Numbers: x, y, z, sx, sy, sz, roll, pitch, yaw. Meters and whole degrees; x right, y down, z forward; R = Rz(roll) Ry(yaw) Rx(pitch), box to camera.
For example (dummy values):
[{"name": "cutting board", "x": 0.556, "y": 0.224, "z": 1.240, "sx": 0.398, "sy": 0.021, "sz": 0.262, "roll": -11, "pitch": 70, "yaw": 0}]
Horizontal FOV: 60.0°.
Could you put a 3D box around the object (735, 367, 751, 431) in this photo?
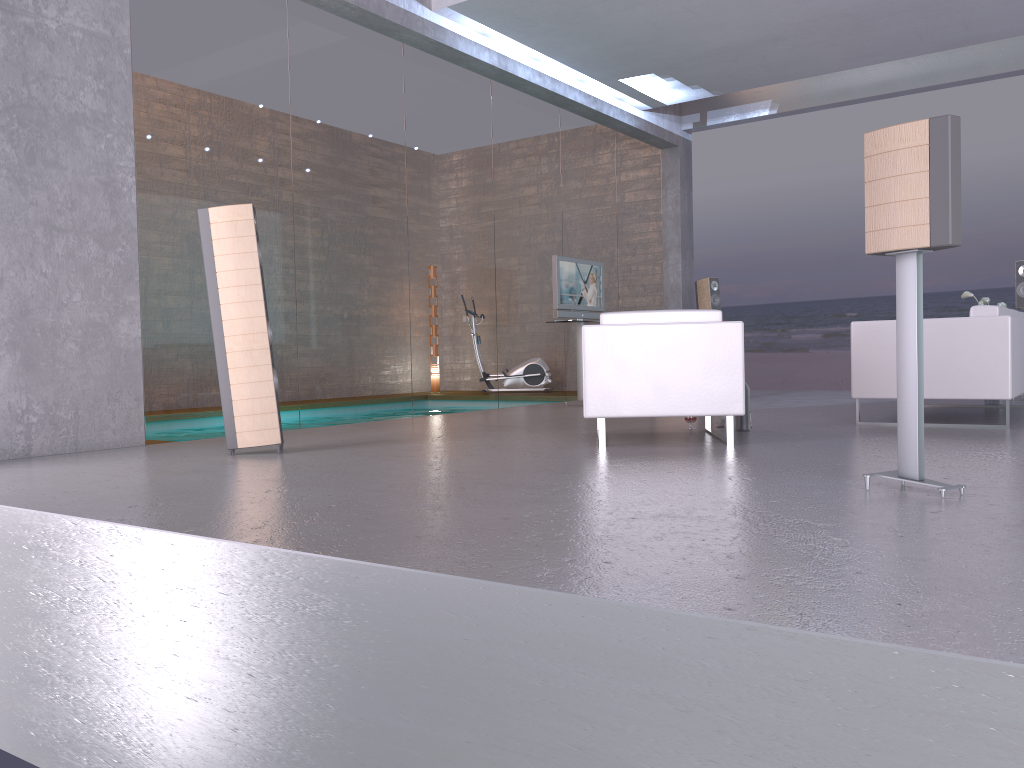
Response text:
[{"name": "object", "x": 1.577, "y": 0.103, "z": 6.067, "sx": 0.109, "sy": 0.435, "sz": 0.109, "roll": -2, "pitch": 2, "yaw": -28}]

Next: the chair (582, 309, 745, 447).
[{"name": "chair", "x": 0.925, "y": -0.054, "z": 5.679, "sx": 0.936, "sy": 0.808, "sz": 1.026, "roll": -1, "pitch": 2, "yaw": 5}]

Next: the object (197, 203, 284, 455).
[{"name": "object", "x": -1.611, "y": -0.320, "z": 5.274, "sx": 0.444, "sy": 1.473, "sz": 0.244, "roll": -2, "pitch": 2, "yaw": -10}]

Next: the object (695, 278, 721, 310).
[{"name": "object", "x": 2.488, "y": -0.592, "z": 11.177, "sx": 0.244, "sy": 1.469, "sz": 0.444, "roll": -2, "pitch": 2, "yaw": -30}]

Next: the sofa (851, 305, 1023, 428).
[{"name": "sofa", "x": 3.487, "y": -0.163, "z": 7.002, "sx": 1.026, "sy": 0.824, "sz": 2.353, "roll": 0, "pitch": 2, "yaw": 35}]

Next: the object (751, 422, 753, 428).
[{"name": "object", "x": 1.666, "y": 0.269, "z": 6.272, "sx": 0.079, "sy": 0.087, "sz": 0.235, "roll": -1, "pitch": 2, "yaw": 13}]

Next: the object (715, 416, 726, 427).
[{"name": "object", "x": 1.510, "y": 0.269, "z": 6.391, "sx": 0.079, "sy": 0.087, "sz": 0.235, "roll": -1, "pitch": 2, "yaw": 2}]

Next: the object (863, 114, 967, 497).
[{"name": "object", "x": 1.498, "y": -0.278, "z": 3.311, "sx": 0.243, "sy": 1.363, "sz": 0.333, "roll": -2, "pitch": 2, "yaw": -24}]

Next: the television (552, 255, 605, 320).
[{"name": "television", "x": 0.729, "y": -1.027, "z": 9.575, "sx": 0.054, "sy": 0.644, "sz": 1.000, "roll": 0, "pitch": 2, "yaw": 35}]

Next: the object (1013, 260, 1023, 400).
[{"name": "object", "x": 5.090, "y": -0.526, "z": 8.740, "sx": 0.243, "sy": 1.363, "sz": 0.333, "roll": 0, "pitch": 2, "yaw": 41}]

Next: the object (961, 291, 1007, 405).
[{"name": "object", "x": 4.417, "y": -0.335, "z": 8.136, "sx": 0.400, "sy": 1.051, "sz": 0.387, "roll": -2, "pitch": 2, "yaw": -17}]

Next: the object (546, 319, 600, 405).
[{"name": "object", "x": 0.747, "y": -0.248, "z": 9.603, "sx": 0.360, "sy": 0.958, "sz": 0.818, "roll": 0, "pitch": 2, "yaw": 35}]

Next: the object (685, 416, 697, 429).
[{"name": "object", "x": 1.275, "y": 0.204, "z": 6.328, "sx": 0.091, "sy": 0.233, "sz": 0.091, "roll": -2, "pitch": 2, "yaw": -27}]
